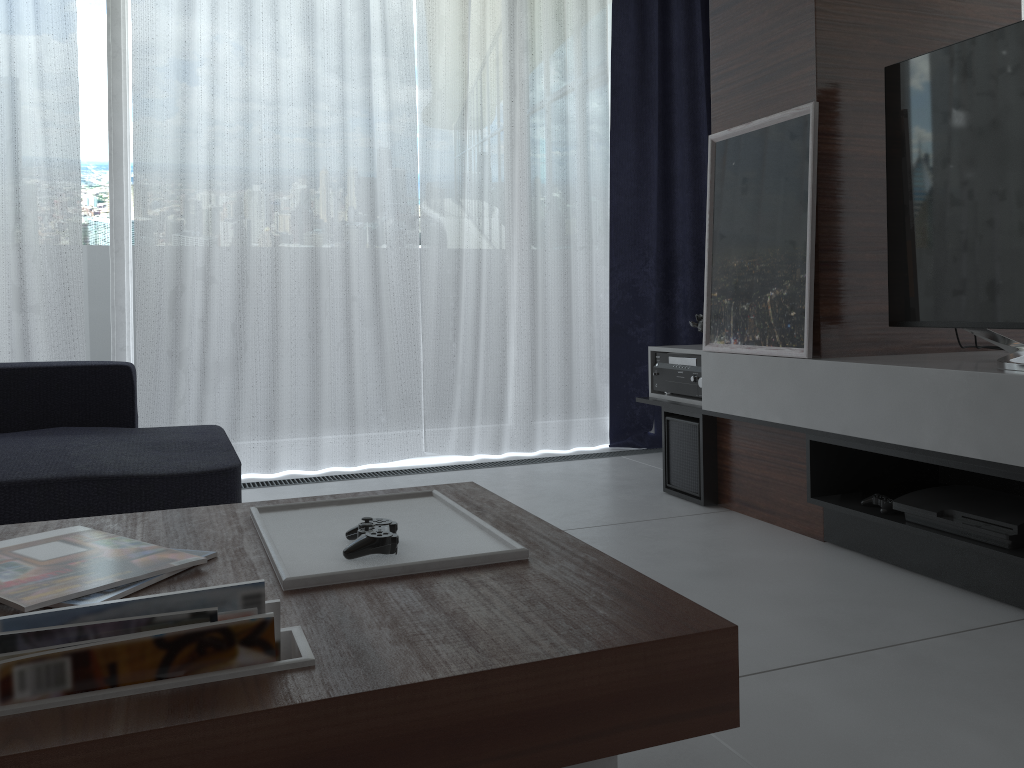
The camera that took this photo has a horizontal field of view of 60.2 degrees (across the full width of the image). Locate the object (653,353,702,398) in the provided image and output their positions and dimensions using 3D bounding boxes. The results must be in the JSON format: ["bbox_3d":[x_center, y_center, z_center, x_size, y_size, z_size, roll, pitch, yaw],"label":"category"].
[{"bbox_3d":[0.748,-0.035,3.150,0.369,0.150,0.370,-3,5,-22],"label":"object"}]

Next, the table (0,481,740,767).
[{"bbox_3d":[-0.296,0.390,1.093,0.806,0.352,0.802,-3,4,-22],"label":"table"}]

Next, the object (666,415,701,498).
[{"bbox_3d":[0.691,0.238,3.025,0.254,0.251,0.213,-2,2,-22],"label":"object"}]

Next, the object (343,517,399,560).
[{"bbox_3d":[-0.184,0.197,1.157,0.070,0.036,0.113,-2,5,-8],"label":"object"}]

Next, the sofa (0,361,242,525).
[{"bbox_3d":[-1.360,0.258,1.352,1.900,0.607,2.880,-3,5,-21],"label":"sofa"}]

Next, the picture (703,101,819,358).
[{"bbox_3d":[0.727,-0.439,2.635,0.053,0.700,0.501,-1,1,-22],"label":"picture"}]

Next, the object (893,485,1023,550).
[{"bbox_3d":[1.116,0.299,2.034,0.314,0.067,0.315,-3,5,-22],"label":"object"}]

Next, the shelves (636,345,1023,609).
[{"bbox_3d":[1.296,0.181,2.328,0.873,0.498,2.355,-2,5,-21],"label":"shelves"}]

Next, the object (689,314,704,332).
[{"bbox_3d":[0.819,-0.221,3.293,0.311,0.150,0.137,1,3,26],"label":"object"}]

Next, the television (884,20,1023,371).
[{"bbox_3d":[1.265,-0.419,1.825,0.298,0.784,1.233,-1,3,-22],"label":"television"}]

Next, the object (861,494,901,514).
[{"bbox_3d":[0.942,0.300,2.240,0.070,0.036,0.113,-2,5,-8],"label":"object"}]

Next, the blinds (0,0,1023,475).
[{"bbox_3d":[-0.568,-0.791,0.837,7.139,2.768,5.814,-2,4,-18],"label":"blinds"}]
